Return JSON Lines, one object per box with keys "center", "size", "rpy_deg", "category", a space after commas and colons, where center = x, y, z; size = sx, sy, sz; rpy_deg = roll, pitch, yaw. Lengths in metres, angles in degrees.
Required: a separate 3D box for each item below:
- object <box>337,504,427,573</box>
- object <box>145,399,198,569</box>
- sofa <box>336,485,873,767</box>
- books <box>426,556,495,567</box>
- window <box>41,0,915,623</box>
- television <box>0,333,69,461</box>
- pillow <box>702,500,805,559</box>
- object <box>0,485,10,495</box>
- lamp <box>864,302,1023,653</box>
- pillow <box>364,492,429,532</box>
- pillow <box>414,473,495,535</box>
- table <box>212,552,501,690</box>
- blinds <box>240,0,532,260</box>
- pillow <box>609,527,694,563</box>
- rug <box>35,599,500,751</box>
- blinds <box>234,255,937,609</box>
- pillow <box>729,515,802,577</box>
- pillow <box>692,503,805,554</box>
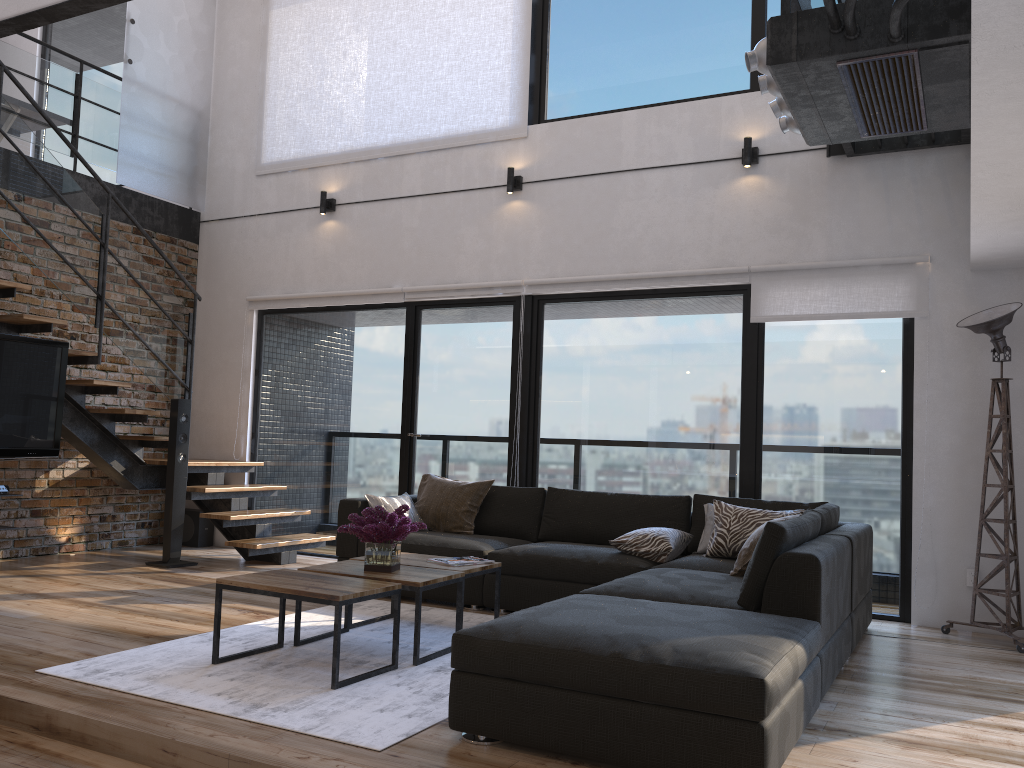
{"center": [-0.588, 0.685, 4.082], "size": [0.342, 0.342, 0.375], "rpy_deg": [0, -4, 29], "category": "object"}
{"center": [-2.439, 0.711, 6.446], "size": [0.271, 1.205, 0.271], "rpy_deg": [0, -4, 32], "category": "object"}
{"center": [0.024, 0.904, 4.399], "size": [3.044, 0.700, 3.002], "rpy_deg": [0, -5, 27], "category": "sofa"}
{"center": [-0.257, 0.888, 4.444], "size": [0.295, 0.013, 0.229], "rpy_deg": [6, -6, -42], "category": "books"}
{"center": [-0.837, -1.318, 5.035], "size": [13.397, 5.562, 5.669], "rpy_deg": [0, -4, 27], "category": "window"}
{"center": [-3.226, 0.071, 5.235], "size": [0.136, 0.782, 1.208], "rpy_deg": [0, -4, 28], "category": "television"}
{"center": [1.316, 0.799, 4.793], "size": [0.532, 0.314, 0.251], "rpy_deg": [0, -4, 31], "category": "pillow"}
{"center": [-3.194, 0.619, 5.189], "size": [0.275, 0.058, 0.360], "rpy_deg": [0, -5, 27], "category": "object"}
{"center": [2.144, 0.453, 4.816], "size": [1.468, 1.826, 0.425], "rpy_deg": [1, -3, 12], "category": "lamp"}
{"center": [-0.730, 0.837, 5.680], "size": [0.212, 0.265, 0.499], "rpy_deg": [0, -4, 28], "category": "pillow"}
{"center": [-0.439, 0.798, 5.913], "size": [0.609, 0.382, 0.265], "rpy_deg": [0, -4, 28], "category": "pillow"}
{"center": [-0.626, 1.028, 4.053], "size": [0.697, 0.350, 1.299], "rpy_deg": [0, -5, 28], "category": "table"}
{"center": [-2.425, -2.626, 6.777], "size": [10.203, 2.973, 1.997], "rpy_deg": [2, -4, 6], "category": "blinds"}
{"center": [0.798, 0.903, 5.023], "size": [0.356, 0.177, 0.531], "rpy_deg": [0, -4, 25], "category": "pillow"}
{"center": [-0.645, 1.200, 4.007], "size": [1.637, 0.003, 2.115], "rpy_deg": [0, -5, 27], "category": "rug"}
{"center": [0.061, 0.265, 6.319], "size": [5.369, 2.042, 0.096], "rpy_deg": [0, -4, 27], "category": "blinds"}
{"center": [1.260, 0.796, 4.363], "size": [0.273, 0.309, 0.547], "rpy_deg": [0, -4, 27], "category": "pillow"}
{"center": [1.330, 0.834, 4.959], "size": [0.611, 0.293, 0.235], "rpy_deg": [0, -4, 28], "category": "pillow"}
